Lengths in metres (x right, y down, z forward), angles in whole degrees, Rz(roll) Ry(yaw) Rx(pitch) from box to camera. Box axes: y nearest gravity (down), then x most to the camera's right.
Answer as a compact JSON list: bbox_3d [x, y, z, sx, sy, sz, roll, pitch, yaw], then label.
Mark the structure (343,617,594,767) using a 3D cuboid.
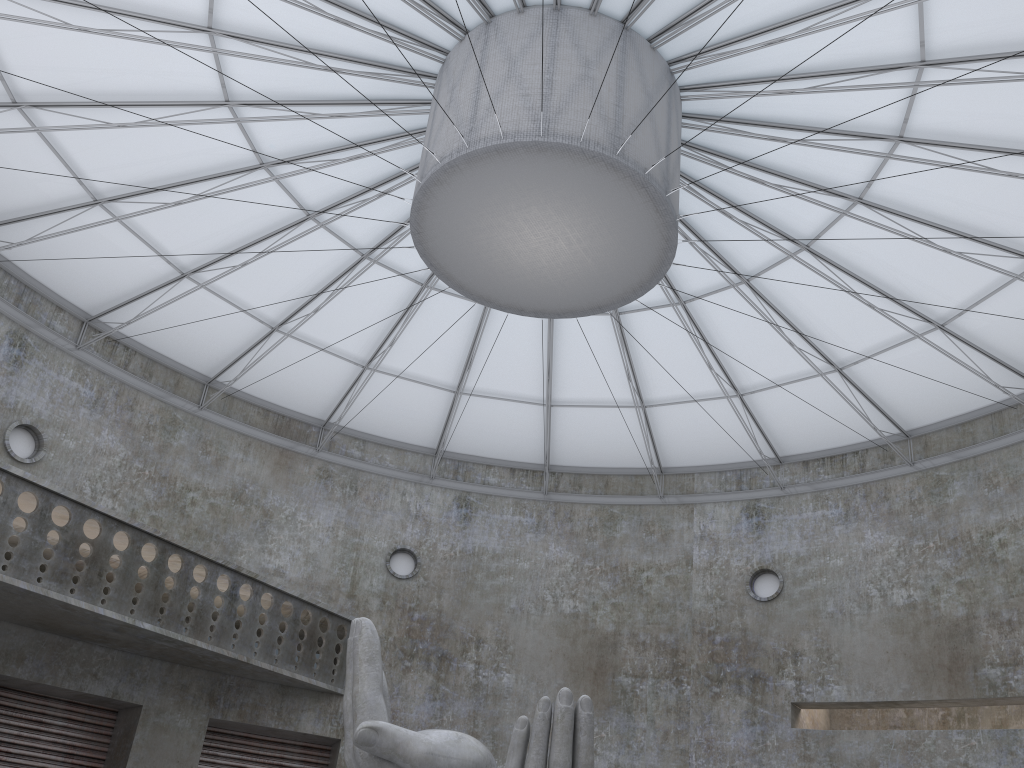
[{"bbox_3d":[1.353,7.046,15.752,10.739,5.584,15.955,11,-29,-8],"label":"structure"}]
